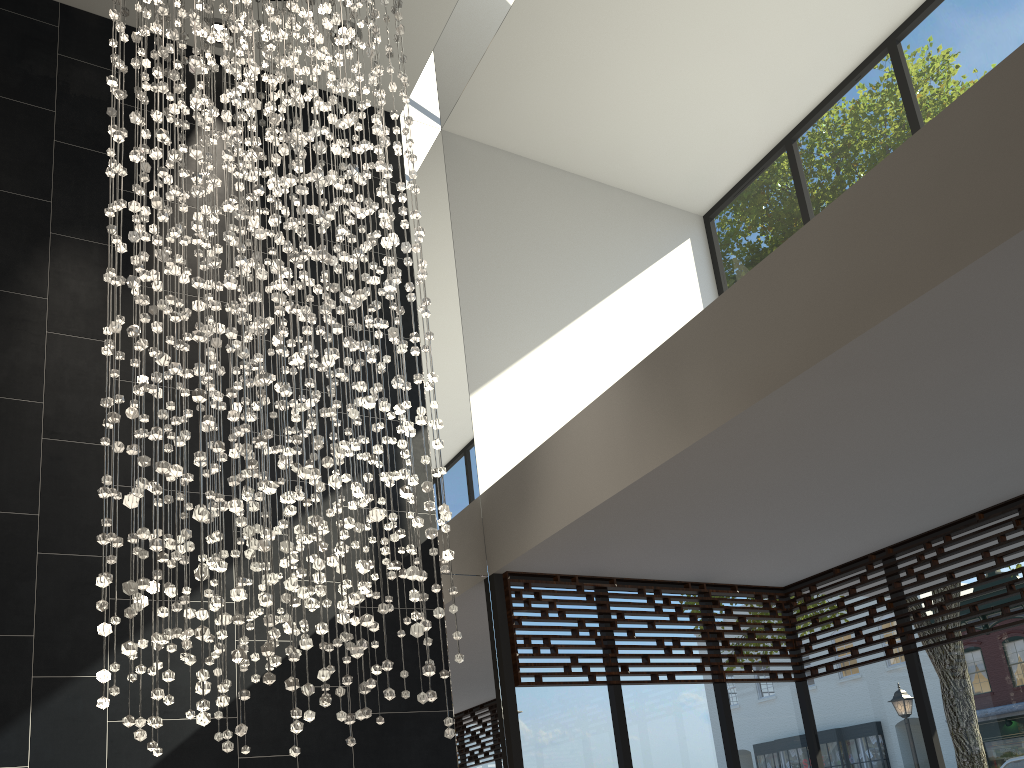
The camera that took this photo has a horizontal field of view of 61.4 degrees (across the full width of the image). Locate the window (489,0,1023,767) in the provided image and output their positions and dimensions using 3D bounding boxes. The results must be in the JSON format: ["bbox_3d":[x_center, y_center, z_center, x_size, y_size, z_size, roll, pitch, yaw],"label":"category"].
[{"bbox_3d":[2.353,-0.345,3.022,2.374,5.551,6.584,4,-25,-29],"label":"window"}]

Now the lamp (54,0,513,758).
[{"bbox_3d":[-10.241,-41.596,10.227,398.336,105.852,433.215,-4,-27,-5],"label":"lamp"}]
